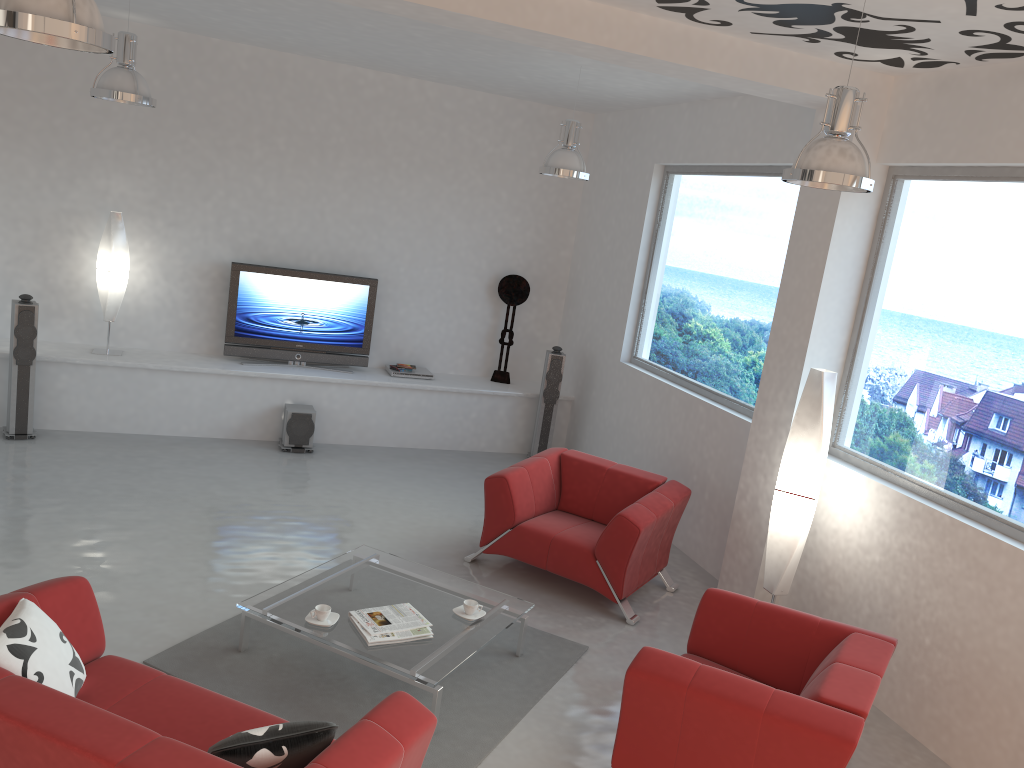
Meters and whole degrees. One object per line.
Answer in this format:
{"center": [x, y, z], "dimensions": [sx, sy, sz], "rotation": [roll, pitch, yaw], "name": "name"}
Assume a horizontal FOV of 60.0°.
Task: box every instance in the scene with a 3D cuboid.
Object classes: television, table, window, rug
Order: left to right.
{"center": [-2.005, -0.622, 8.459], "dimensions": [1.356, 0.919, 0.343], "rotation": [5, 12, -20], "name": "television"}
{"center": [-0.675, 1.442, 4.734], "dimensions": [1.700, 0.025, 1.700], "rotation": [14, 12, 24], "name": "rug"}
{"center": [-0.648, 1.300, 4.717], "dimensions": [1.162, 0.286, 1.097], "rotation": [14, 12, 24], "name": "table"}
{"center": [1.663, -0.799, 6.997], "dimensions": [0.100, 1.800, 2.400], "rotation": [5, 12, -20], "name": "window"}
{"center": [2.571, -0.161, 4.426], "dimensions": [0.100, 1.800, 2.400], "rotation": [5, 12, -20], "name": "window"}

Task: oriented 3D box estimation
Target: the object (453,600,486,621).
{"center": [-0.223, 1.188, 4.688], "dimensions": [0.153, 0.069, 0.153], "rotation": [16, 13, 35], "name": "object"}

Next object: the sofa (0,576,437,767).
{"center": [-1.275, 1.297, 3.080], "dimensions": [1.929, 0.738, 0.951], "rotation": [12, 12, 19], "name": "sofa"}

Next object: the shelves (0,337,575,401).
{"center": [-2.034, -0.125, 8.446], "dimensions": [5.500, 0.050, 0.650], "rotation": [5, 12, -20], "name": "shelves"}

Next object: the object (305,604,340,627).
{"center": [-0.936, 1.139, 4.384], "dimensions": [0.153, 0.069, 0.153], "rotation": [10, 11, 6], "name": "object"}

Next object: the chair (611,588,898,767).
{"center": [1.102, 1.477, 4.021], "dimensions": [0.951, 0.738, 1.288], "rotation": [15, 12, 29], "name": "chair"}

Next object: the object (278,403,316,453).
{"center": [-1.955, 0.404, 8.103], "dimensions": [0.336, 0.374, 0.337], "rotation": [5, 12, -20], "name": "object"}

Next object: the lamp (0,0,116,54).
{"center": [-1.395, -1.467, 2.709], "dimensions": [0.379, 0.800, 0.379], "rotation": [3, 12, -27], "name": "lamp"}

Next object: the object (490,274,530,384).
{"center": [-0.039, -0.569, 9.167], "dimensions": [0.331, 1.130, 0.108], "rotation": [9, 11, 4], "name": "object"}

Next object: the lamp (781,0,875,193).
{"center": [1.416, -1.242, 3.757], "dimensions": [0.379, 0.800, 0.379], "rotation": [10, 11, 8], "name": "lamp"}

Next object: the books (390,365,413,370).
{"center": [-1.108, -0.167, 8.862], "dimensions": [0.190, 0.015, 0.135], "rotation": [-1, 14, -40], "name": "books"}

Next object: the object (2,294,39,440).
{"center": [-3.986, -0.150, 7.219], "dimensions": [0.255, 1.184, 0.273], "rotation": [1, 13, -35], "name": "object"}

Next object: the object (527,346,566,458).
{"center": [0.358, 0.198, 8.833], "dimensions": [0.255, 1.184, 0.273], "rotation": [8, 11, -6], "name": "object"}

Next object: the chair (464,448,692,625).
{"center": [0.486, 0.971, 6.138], "dimensions": [1.288, 0.738, 0.951], "rotation": [15, 12, 29], "name": "chair"}

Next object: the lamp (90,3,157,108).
{"center": [-2.367, -2.151, 5.464], "dimensions": [0.379, 0.800, 0.379], "rotation": [4, 12, -24], "name": "lamp"}

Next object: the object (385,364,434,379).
{"center": [-1.034, -0.122, 8.925], "dimensions": [0.430, 0.045, 0.352], "rotation": [5, 12, -20], "name": "object"}

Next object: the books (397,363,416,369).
{"center": [-1.056, -0.176, 8.872], "dimensions": [0.190, 0.015, 0.135], "rotation": [7, 11, -11], "name": "books"}

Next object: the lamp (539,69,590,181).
{"center": [0.444, -1.926, 6.512], "dimensions": [0.379, 0.800, 0.379], "rotation": [12, 11, 18], "name": "lamp"}

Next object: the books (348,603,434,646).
{"center": [-0.604, 1.195, 4.441], "dimensions": [0.367, 0.035, 0.345], "rotation": [2, 13, -30], "name": "books"}

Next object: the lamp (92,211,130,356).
{"center": [-3.507, -0.883, 7.774], "dimensions": [0.263, 1.239, 0.263], "rotation": [3, 12, -28], "name": "lamp"}

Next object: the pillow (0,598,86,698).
{"center": [-1.725, 1.021, 3.213], "dimensions": [0.288, 0.343, 0.402], "rotation": [6, 11, -13], "name": "pillow"}

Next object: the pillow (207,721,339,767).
{"center": [-0.805, 1.225, 2.885], "dimensions": [0.402, 0.343, 0.288], "rotation": [3, 12, -28], "name": "pillow"}

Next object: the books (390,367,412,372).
{"center": [-1.109, -0.151, 8.862], "dimensions": [0.135, 0.015, 0.190], "rotation": [16, 13, 34], "name": "books"}

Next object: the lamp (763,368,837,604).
{"center": [1.661, 0.785, 5.261], "dimensions": [0.313, 1.779, 0.313], "rotation": [3, 12, -28], "name": "lamp"}
